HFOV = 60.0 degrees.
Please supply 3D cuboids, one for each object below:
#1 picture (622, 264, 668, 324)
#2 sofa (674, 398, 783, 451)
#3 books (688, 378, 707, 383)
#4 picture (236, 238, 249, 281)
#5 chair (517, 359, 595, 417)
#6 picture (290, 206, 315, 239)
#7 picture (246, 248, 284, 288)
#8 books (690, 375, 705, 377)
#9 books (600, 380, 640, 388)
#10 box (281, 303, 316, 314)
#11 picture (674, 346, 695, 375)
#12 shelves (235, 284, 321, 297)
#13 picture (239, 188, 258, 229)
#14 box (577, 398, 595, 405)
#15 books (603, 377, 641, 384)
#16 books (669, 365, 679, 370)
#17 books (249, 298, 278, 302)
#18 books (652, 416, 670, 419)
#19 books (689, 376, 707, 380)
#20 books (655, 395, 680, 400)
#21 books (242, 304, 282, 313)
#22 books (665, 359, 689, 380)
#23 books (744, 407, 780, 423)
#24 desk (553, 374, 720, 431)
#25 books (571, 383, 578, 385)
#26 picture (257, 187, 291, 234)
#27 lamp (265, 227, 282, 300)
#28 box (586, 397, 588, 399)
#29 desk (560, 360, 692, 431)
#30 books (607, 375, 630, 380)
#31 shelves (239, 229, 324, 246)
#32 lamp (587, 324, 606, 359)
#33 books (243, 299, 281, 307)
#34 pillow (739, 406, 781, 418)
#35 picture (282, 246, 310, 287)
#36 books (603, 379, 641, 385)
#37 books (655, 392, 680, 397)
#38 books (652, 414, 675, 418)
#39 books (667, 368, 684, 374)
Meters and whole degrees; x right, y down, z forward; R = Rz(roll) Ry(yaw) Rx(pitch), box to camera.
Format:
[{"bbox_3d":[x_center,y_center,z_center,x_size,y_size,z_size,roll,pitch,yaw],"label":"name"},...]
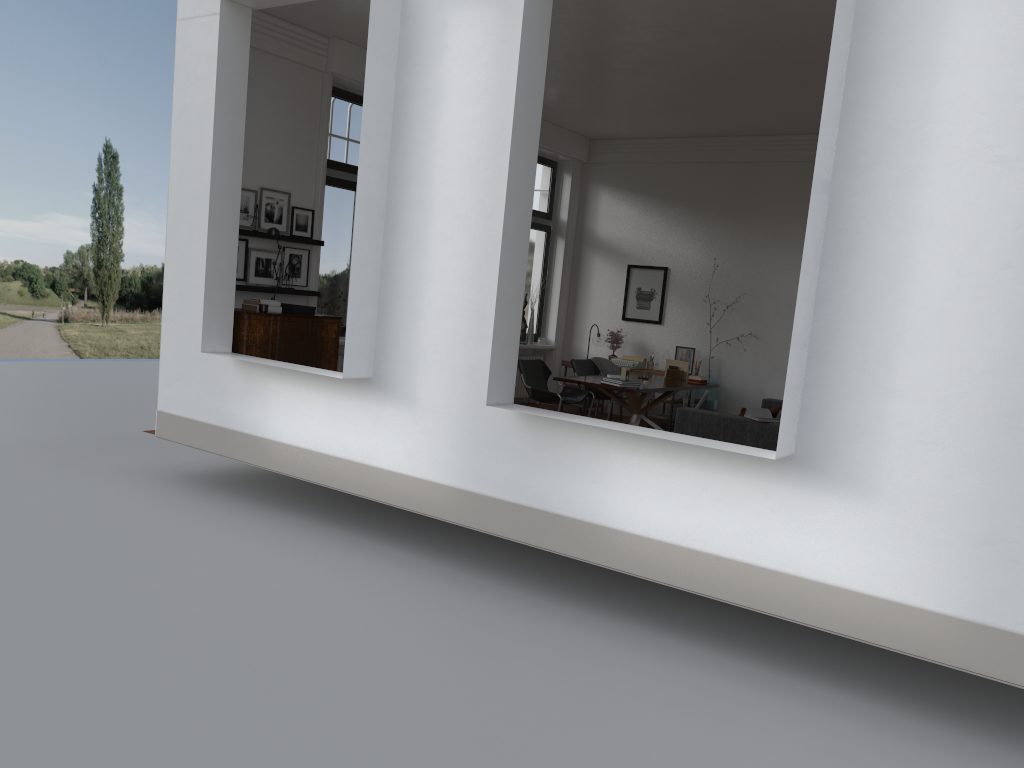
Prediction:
[{"bbox_3d":[1.913,-1.296,12.788,0.633,0.818,0.050,10,8,34],"label":"picture"},{"bbox_3d":[2.853,0.558,9.513,1.260,0.831,2.643,10,7,35],"label":"sofa"},{"bbox_3d":[2.276,-0.039,10.864,0.159,0.040,0.215,10,7,37],"label":"books"},{"bbox_3d":[-2.683,-1.196,8.462,0.020,0.407,0.373,10,8,35],"label":"picture"},{"bbox_3d":[0.445,0.187,10.225,0.744,0.875,0.752,10,8,35],"label":"chair"},{"bbox_3d":[-2.152,-1.651,9.101,0.020,0.304,0.289,10,8,35],"label":"picture"},{"bbox_3d":[-2.450,-1.149,8.806,0.020,0.366,0.433,10,8,35],"label":"picture"},{"bbox_3d":[2.280,-0.094,10.883,0.128,0.008,0.159,10,7,36],"label":"books"},{"bbox_3d":[1.147,-0.001,9.439,0.264,0.027,0.346,2,6,-30],"label":"books"},{"bbox_3d":[-2.150,-0.757,8.926,0.208,0.087,0.282,10,7,35],"label":"box"},{"bbox_3d":[2.387,-0.329,12.291,0.282,0.370,0.023,10,8,34],"label":"picture"},{"bbox_3d":[-2.497,-0.929,8.677,0.155,0.055,1.514,10,7,35],"label":"shelves"},{"bbox_3d":[-2.606,-1.685,8.446,0.020,0.368,0.415,10,8,35],"label":"picture"},{"bbox_3d":[0.990,0.239,12.867,0.296,0.083,0.317,10,7,35],"label":"box"},{"bbox_3d":[1.166,-0.038,9.434,0.250,0.017,0.343,2,6,-30],"label":"books"},{"bbox_3d":[2.022,-0.149,11.095,0.128,0.158,0.040,10,8,34],"label":"books"},{"bbox_3d":[-2.367,-0.797,8.435,0.179,0.014,0.200,9,7,35],"label":"books"},{"bbox_3d":[2.063,0.453,12.105,0.196,0.014,0.267,9,7,33],"label":"books"},{"bbox_3d":[2.280,-0.073,10.869,0.164,0.028,0.207,9,7,33],"label":"books"},{"bbox_3d":[2.110,0.179,12.035,0.225,0.038,0.308,9,7,34],"label":"books"},{"bbox_3d":[-2.386,-0.721,8.456,0.229,0.057,0.294,9,7,35],"label":"books"},{"bbox_3d":[2.065,-0.181,11.115,0.309,0.240,0.043,10,8,34],"label":"books"},{"bbox_3d":[2.358,0.288,8.352,0.225,0.096,0.278,4,6,-13],"label":"books"},{"bbox_3d":[1.464,0.336,10.318,1.028,0.753,2.225,10,7,35],"label":"desk"},{"bbox_3d":[1.009,0.005,12.801,0.247,0.024,0.209,9,7,34],"label":"books"},{"bbox_3d":[-2.356,-1.715,8.794,0.020,0.410,0.369,10,8,35],"label":"picture"},{"bbox_3d":[-2.303,-1.101,8.597,0.174,0.804,0.490,6,6,-1],"label":"lamp"},{"bbox_3d":[0.994,0.163,12.860,0.237,0.066,0.256,10,7,35],"label":"box"},{"bbox_3d":[1.592,0.141,12.526,1.795,0.759,0.647,10,7,35],"label":"desk"},{"bbox_3d":[1.236,-0.074,10.313,0.231,0.026,0.325,6,6,0],"label":"books"},{"bbox_3d":[-2.446,-1.448,8.614,0.157,0.055,1.514,10,7,35],"label":"shelves"},{"bbox_3d":[1.189,-0.593,12.863,0.207,0.551,0.440,1,8,-32],"label":"lamp"},{"bbox_3d":[-2.385,-0.772,8.454,0.254,0.044,0.239,9,7,35],"label":"books"},{"bbox_3d":[2.386,0.395,8.686,0.470,0.397,0.329,4,7,-18],"label":"pillow"},{"bbox_3d":[-2.225,-1.202,9.117,0.020,0.385,0.343,10,8,35],"label":"picture"},{"bbox_3d":[1.164,-0.021,9.436,0.250,0.017,0.343,2,6,-30],"label":"books"},{"bbox_3d":[2.112,0.143,12.042,0.225,0.038,0.308,9,7,35],"label":"books"},{"bbox_3d":[2.064,0.438,12.103,0.268,0.014,0.195,0,8,-44],"label":"books"},{"bbox_3d":[2.028,-0.121,11.037,0.220,0.125,0.028,10,8,35],"label":"books"}]
